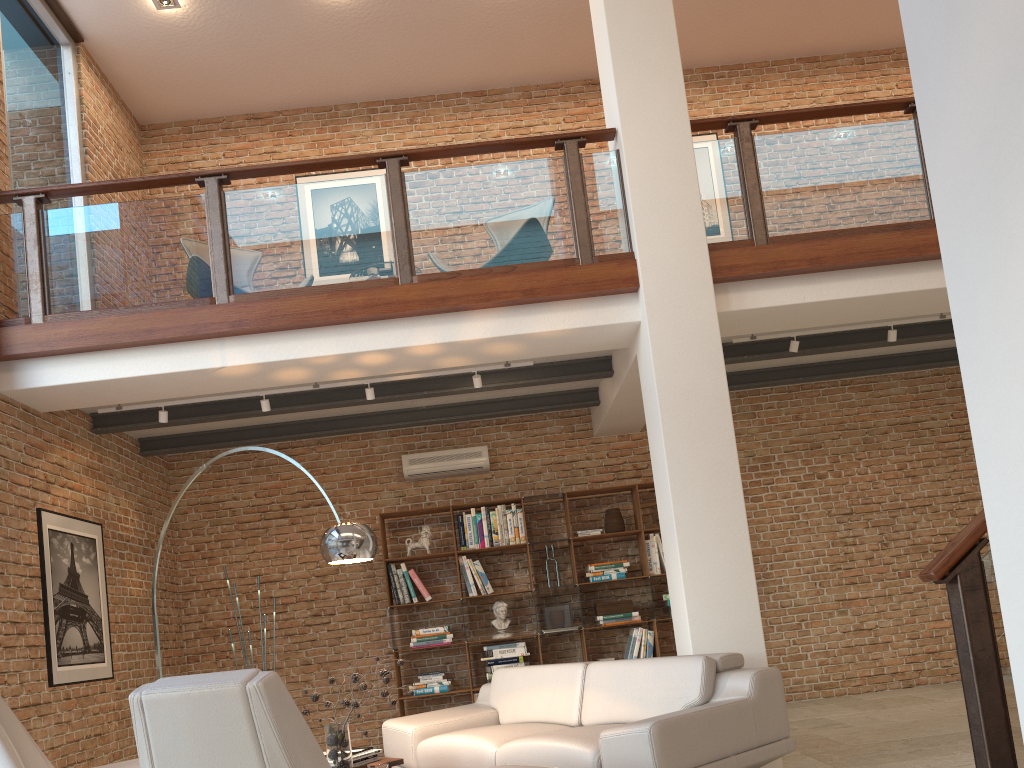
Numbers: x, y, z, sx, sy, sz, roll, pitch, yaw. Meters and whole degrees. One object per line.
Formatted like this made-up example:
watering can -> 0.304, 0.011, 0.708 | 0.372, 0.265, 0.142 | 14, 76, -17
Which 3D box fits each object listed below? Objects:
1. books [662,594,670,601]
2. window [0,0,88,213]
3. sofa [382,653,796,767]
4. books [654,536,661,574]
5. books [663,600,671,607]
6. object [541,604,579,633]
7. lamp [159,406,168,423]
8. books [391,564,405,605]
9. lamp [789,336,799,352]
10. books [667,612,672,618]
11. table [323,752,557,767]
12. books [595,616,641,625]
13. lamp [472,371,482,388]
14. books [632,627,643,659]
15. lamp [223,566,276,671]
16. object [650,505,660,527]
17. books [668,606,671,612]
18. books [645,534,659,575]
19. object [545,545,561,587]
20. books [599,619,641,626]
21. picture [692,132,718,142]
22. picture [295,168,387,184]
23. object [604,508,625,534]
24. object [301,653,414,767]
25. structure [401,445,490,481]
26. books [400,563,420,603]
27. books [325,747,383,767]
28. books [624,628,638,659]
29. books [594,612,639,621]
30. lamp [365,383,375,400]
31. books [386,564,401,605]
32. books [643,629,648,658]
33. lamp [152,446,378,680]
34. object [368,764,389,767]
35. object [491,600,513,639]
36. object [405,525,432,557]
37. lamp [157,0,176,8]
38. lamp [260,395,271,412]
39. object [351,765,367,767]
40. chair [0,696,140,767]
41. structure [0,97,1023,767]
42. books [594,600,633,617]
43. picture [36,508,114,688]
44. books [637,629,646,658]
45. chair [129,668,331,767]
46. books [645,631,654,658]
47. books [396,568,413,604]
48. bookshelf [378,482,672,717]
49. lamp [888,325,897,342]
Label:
books -> 1.566, 1.970, 8.104 | 0.328, 0.054, 0.262 | -9, -15, 8
window -> -3.480, -1.479, 0.956 | 0.647, 6.197, 12.746 | -7, -13, -3
sofa -> 0.323, 2.045, 5.137 | 1.147, 0.734, 2.398 | 4, -18, -40
books -> 1.331, 1.606, 8.124 | 0.021, 0.349, 0.279 | -7, -9, -3
books -> 1.590, 2.022, 8.100 | 0.326, 0.054, 0.263 | -6, -15, -2
object -> 0.424, 2.160, 8.019 | 0.335, 0.226, 0.293 | -6, -12, -2
lamp -> -2.469, 0.222, 6.171 | 0.059, 0.125, 0.088 | -2, -10, -32
books -> -1.046, 1.859, 8.069 | 0.091, 0.374, 0.250 | -7, -8, -3
lamp -> 2.036, -0.280, 6.295 | 0.059, 0.125, 0.088 | -2, -10, -32
books -> 1.622, 2.125, 8.080 | 0.326, 0.054, 0.263 | -7, -15, 0
table -> -1.045, 2.077, 4.071 | 1.976, 0.416, 2.271 | 6, -20, -39
books -> 0.978, 2.188, 8.080 | 0.379, 0.035, 0.253 | -5, -15, -7
lamp -> -0.249, -0.028, 6.245 | 0.061, 0.112, 0.097 | -7, -10, 4
books -> 1.133, 2.432, 8.033 | 0.161, 0.362, 0.251 | -7, -9, -2
lamp -> -2.144, 2.410, 7.303 | 0.416, 1.771, 0.205 | -3, -6, -32
object -> 1.515, 1.228, 8.143 | 0.449, 0.212, 0.439 | -18, -17, 38
books -> 1.641, 2.068, 8.086 | 0.326, 0.054, 0.264 | -5, -15, -7
books -> 1.302, 1.594, 8.115 | 0.036, 0.373, 0.250 | -7, -8, -3
object -> 0.368, 1.680, 8.043 | 0.121, 0.388, 0.063 | -7, -6, 1
books -> 0.995, 2.210, 8.063 | 0.355, 0.020, 0.281 | -6, -15, -3
picture -> 1.670, -1.888, 8.669 | 0.913, 1.165, 0.028 | -7, -5, -2
picture -> -1.621, -1.522, 8.578 | 0.913, 1.165, 0.028 | -7, -5, -2
object -> 0.946, 1.274, 8.085 | 0.194, 0.226, 0.198 | 2, -13, -44
object -> -0.727, 1.619, 4.277 | 0.541, 0.590, 0.326 | -1, -10, -31
structure -> -0.625, 0.756, 8.289 | 0.812, 0.213, 0.206 | -6, -10, -2
books -> -0.939, 1.845, 8.059 | 0.121, 0.371, 0.250 | -7, -8, -3
books -> -0.919, 2.020, 4.682 | 0.254, 0.072, 0.407 | -15, -17, 28
books -> 1.091, 2.444, 8.055 | 0.163, 0.362, 0.251 | -7, -9, -2
books -> 0.960, 2.145, 8.049 | 0.379, 0.035, 0.252 | -6, -15, -3
lamp -> -1.012, 0.061, 6.213 | 0.061, 0.125, 0.088 | -7, -9, 0
books -> -1.083, 1.861, 8.060 | 0.091, 0.374, 0.250 | -7, -8, -3
books -> 1.207, 2.440, 8.053 | 0.098, 0.344, 0.280 | -7, -9, -3
lamp -> -1.557, 1.531, 5.344 | 2.072, 2.286, 0.320 | -14, -8, 34
object -> -0.591, 1.746, 3.892 | 0.091, 0.082, 0.093 | 3, -15, -42
object -> -0.104, 2.170, 8.036 | 0.197, 0.340, 0.197 | -9, -8, 13
object -> -0.858, 1.446, 8.046 | 0.252, 0.275, 0.133 | -8, -7, 6
lamp -> -2.819, -3.130, 7.082 | 0.123, 0.053, 0.128 | -6, -14, -2
lamp -> -1.752, 0.139, 6.193 | 0.061, 0.117, 0.088 | -7, -9, 0
object -> -0.688, 1.799, 3.996 | 0.094, 0.080, 0.118 | 0, -14, -30
chair -> -2.264, 2.076, 4.567 | 0.980, 0.970, 1.061 | -4, -11, -18
structure -> 1.766, -0.842, 1.507 | 10.147, 4.015, 14.321 | -6, -15, -2
books -> 0.940, 2.073, 8.064 | 0.335, 0.115, 0.220 | -6, -13, -2
picture -> -3.074, 1.522, 6.169 | 0.027, 1.162, 0.939 | -7, -9, -3
books -> 1.186, 2.437, 8.044 | 0.098, 0.344, 0.280 | -7, -9, -3
chair -> -0.719, 1.414, 2.846 | 1.035, 0.987, 0.994 | -10, -11, 14
books -> 1.252, 2.439, 8.039 | 0.116, 0.324, 0.262 | -7, -9, -3
books -> -0.992, 1.883, 8.087 | 0.102, 0.324, 0.262 | -7, -9, -3
bookshelf -> 0.418, 2.118, 8.040 | 3.032, 2.143, 0.373 | -6, -6, -2
lamp -> 2.753, -0.359, 6.317 | 0.061, 0.125, 0.088 | -7, -9, 0
